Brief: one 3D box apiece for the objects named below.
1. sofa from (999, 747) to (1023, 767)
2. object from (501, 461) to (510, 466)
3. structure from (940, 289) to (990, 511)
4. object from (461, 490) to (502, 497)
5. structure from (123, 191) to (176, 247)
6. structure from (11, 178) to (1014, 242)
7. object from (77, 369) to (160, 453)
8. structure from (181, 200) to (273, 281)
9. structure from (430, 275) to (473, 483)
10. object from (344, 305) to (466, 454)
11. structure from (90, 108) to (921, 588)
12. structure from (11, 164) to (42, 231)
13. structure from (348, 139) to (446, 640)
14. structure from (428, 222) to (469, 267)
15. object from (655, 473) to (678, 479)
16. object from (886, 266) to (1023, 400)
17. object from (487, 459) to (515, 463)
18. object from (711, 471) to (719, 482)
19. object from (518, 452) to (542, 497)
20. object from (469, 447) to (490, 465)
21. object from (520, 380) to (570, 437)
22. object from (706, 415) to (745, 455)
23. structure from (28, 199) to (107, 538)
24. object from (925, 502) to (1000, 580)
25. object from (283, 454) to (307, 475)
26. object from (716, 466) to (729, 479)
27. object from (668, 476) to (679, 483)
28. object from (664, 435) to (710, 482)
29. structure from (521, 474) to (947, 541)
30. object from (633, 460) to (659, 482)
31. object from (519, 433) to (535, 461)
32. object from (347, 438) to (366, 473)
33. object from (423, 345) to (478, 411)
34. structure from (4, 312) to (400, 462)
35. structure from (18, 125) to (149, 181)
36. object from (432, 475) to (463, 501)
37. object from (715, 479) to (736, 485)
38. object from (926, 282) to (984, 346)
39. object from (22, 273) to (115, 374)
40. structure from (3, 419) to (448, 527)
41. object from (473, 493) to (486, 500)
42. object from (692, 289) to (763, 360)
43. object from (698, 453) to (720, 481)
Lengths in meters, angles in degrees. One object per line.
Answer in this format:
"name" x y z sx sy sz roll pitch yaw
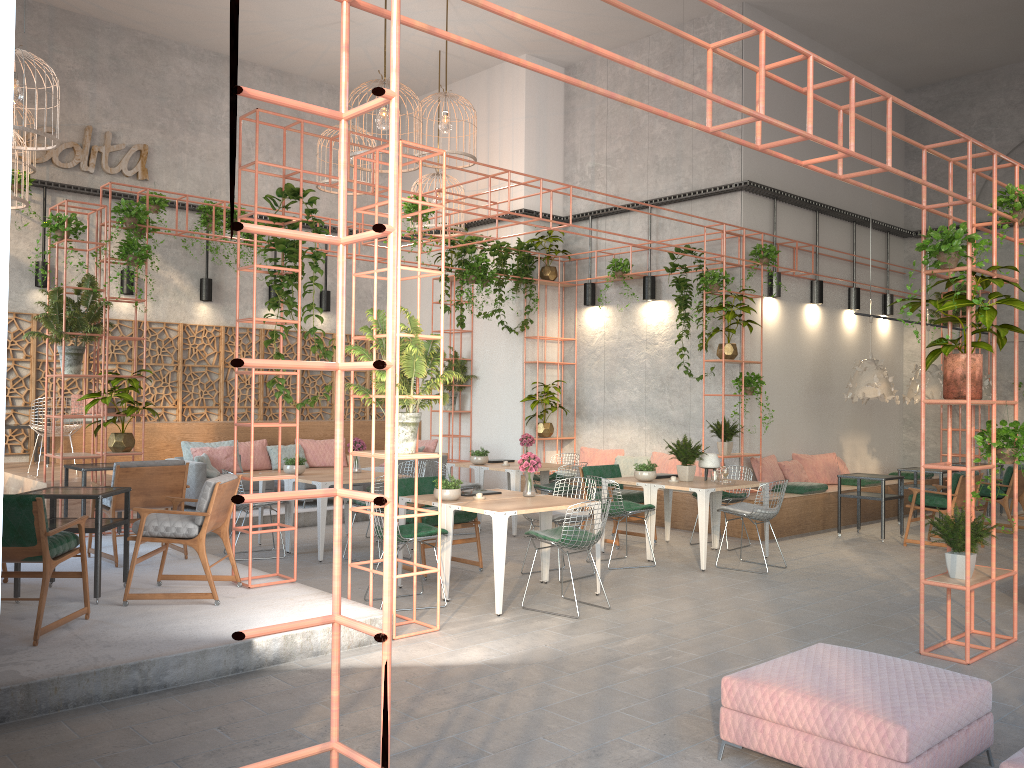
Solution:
"sofa" 3.179 1.504 3.262 2.219 0.672 1.960 1 -1 -42
"object" -0.082 1.045 11.699 0.115 0.078 0.115 1 -1 -37
"structure" 7.537 0.261 14.748 0.430 3.597 0.630 1 -1 -42
"object" -0.340 1.037 8.387 0.427 0.031 0.268 1 -1 -42
"structure" -5.253 -2.448 12.899 0.605 0.972 0.587 2 -1 -44
"structure" 1.944 -2.762 10.180 15.203 0.110 15.603 1 -1 -42
"object" -4.337 0.293 9.750 0.903 0.923 0.934 0 -1 14
"structure" -4.376 -2.268 13.635 1.434 1.290 0.670 1 -1 -42
"structure" -1.043 -0.039 15.262 0.424 3.596 0.624 1 -1 -42
"object" -0.837 -0.031 6.679 0.900 1.100 0.894 1 -1 -13
"structure" 1.754 -0.414 13.100 14.096 4.345 4.501 2 -1 -44
"structure" -6.572 -2.482 11.692 0.605 0.972 0.587 2 -1 -44
"structure" -0.879 0.038 6.735 0.424 3.602 0.624 1 -1 -42
"structure" -1.072 -2.387 15.150 0.903 0.803 0.934 0 -1 19
"object" 1.702 1.065 10.278 0.427 0.031 0.268 1 -1 -42
"object" 3.143 -0.366 6.158 0.924 0.946 0.923 0 -1 14
"object" -0.203 1.073 12.361 0.427 0.031 0.268 1 -1 -42
"object" 2.226 1.015 9.728 0.095 0.119 0.095 1 -1 -18
"object" 0.159 0.836 8.206 0.213 0.414 0.225 0 -1 40
"object" -0.436 0.955 11.857 0.254 0.247 0.248 1 -1 -42
"object" 0.488 0.391 14.231 0.903 0.919 0.934 0 -1 19
"object" 2.810 0.676 11.765 0.368 0.527 0.438 1 -1 -42
"structure" -4.842 -0.168 9.538 0.722 3.623 0.748 1 -1 -42
"object" 3.144 1.102 6.249 0.368 0.527 0.438 1 -1 -42
"object" -2.454 0.903 10.012 0.252 0.247 0.247 1 -1 -43
"object" 2.360 1.006 9.898 0.165 0.154 0.210 0 -1 37
"object" 1.763 1.037 9.682 0.115 0.078 0.115 1 -1 -37
"object" 1.912 0.811 9.818 0.368 0.527 0.438 1 -1 -42
"structure" 3.768 1.763 14.587 5.831 0.500 4.386 1 -1 -42
"object" 1.469 0.947 9.774 0.254 0.247 0.248 1 -1 -42
"object" 0.202 0.884 12.218 0.213 0.414 0.225 0 -1 40
"object" -1.819 0.833 10.369 0.213 0.414 0.225 0 -1 40
"object" -1.068 -0.097 15.146 0.900 1.097 0.894 1 -1 -13
"structure" -5.239 0.093 13.994 9.782 2.103 0.132 1 -1 -42
"structure" -6.269 -3.459 13.051 1.807 0.695 0.087 1 -1 -42
"object" -0.572 0.919 7.883 0.252 0.247 0.247 1 -1 -43
"object" 2.285 1.051 9.493 0.218 0.041 0.218 1 -1 -34
"object" 7.399 -1.173 14.787 0.894 1.101 0.900 0 -1 17
"object" -4.744 -0.650 9.617 0.900 1.101 0.894 1 -1 12
"structure" -4.345 1.131 12.544 9.152 1.111 3.396 1 -1 -42
"object" -0.295 1.008 7.976 0.115 0.073 0.115 0 -1 42
"object" 2.837 -0.793 11.655 0.903 0.947 0.934 1 -1 9
"object" 2.212 0.934 9.944 0.241 0.313 0.241 1 -1 3
